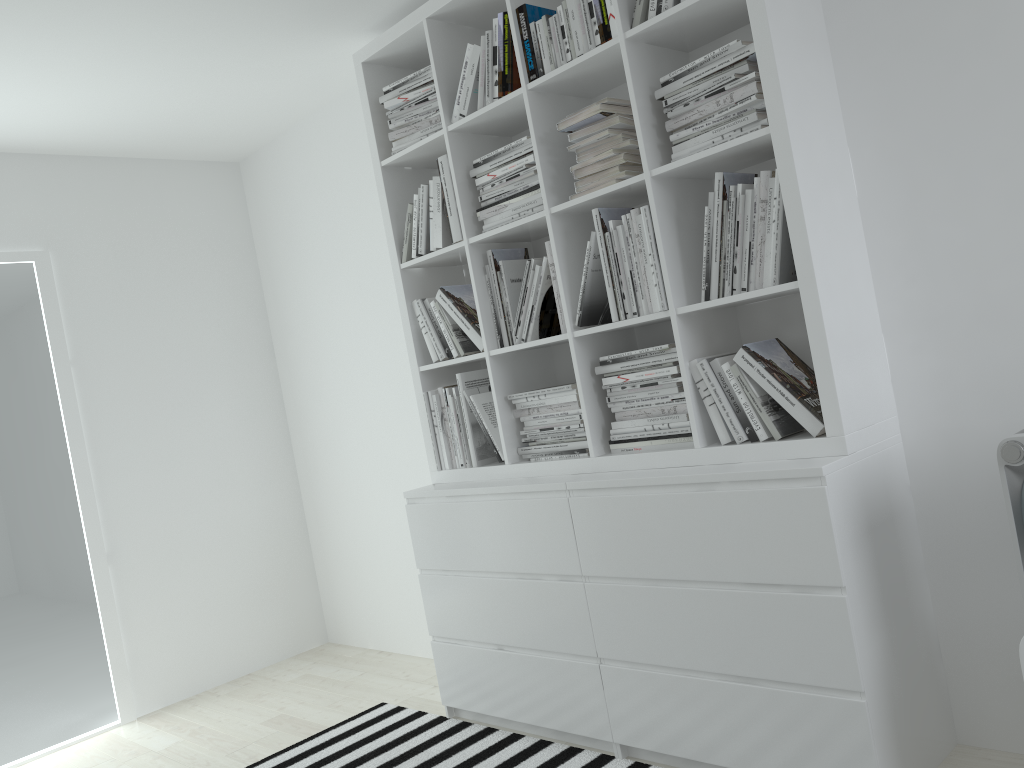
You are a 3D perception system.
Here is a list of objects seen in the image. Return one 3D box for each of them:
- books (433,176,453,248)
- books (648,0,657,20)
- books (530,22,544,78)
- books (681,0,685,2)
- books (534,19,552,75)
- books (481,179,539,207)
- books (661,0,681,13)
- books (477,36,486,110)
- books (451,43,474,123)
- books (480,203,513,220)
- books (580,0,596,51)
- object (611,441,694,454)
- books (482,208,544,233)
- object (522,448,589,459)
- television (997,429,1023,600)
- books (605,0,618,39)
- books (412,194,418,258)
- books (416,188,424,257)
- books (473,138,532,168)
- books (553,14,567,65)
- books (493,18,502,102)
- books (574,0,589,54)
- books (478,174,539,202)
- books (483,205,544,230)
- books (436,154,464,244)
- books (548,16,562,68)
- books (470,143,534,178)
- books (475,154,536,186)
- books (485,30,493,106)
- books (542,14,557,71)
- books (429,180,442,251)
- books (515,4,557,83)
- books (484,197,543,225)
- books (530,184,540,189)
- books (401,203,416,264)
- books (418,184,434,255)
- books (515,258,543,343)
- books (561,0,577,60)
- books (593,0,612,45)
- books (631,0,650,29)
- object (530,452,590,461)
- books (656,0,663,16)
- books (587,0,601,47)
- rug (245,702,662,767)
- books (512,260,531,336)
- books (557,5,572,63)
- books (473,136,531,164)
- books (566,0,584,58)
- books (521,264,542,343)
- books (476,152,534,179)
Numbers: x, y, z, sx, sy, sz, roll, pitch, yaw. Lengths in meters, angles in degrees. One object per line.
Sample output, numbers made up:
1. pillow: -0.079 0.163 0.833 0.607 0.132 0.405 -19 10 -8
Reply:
1. books: -0.193 -0.596 3.082 0.174 0.242 0.105 -11 0 -44
2. books: 0.434 -1.080 2.389 0.161 0.218 0.101 -11 0 -44
3. books: 0.111 -0.995 2.662 0.107 0.167 0.017 -11 0 -44
4. books: 0.506 -1.105 2.317 0.172 0.239 0.093 -11 0 -44
5. books: 0.128 -0.995 2.644 0.106 0.162 0.032 -11 0 -44
6. books: 0.060 -0.623 2.904 0.182 0.016 0.288 -11 0 -44
7. books: 0.469 -1.095 2.341 0.172 0.235 0.112 -11 0 -44
8. books: -0.040 -0.991 2.852 0.161 0.218 0.101 -11 0 -44
9. books: -0.097 -0.983 2.937 0.186 0.226 0.173 -11 0 -44
10. books: 0.061 -0.584 2.889 0.296 0.028 0.180 -10 0 41
11. books: 0.253 -1.027 2.526 0.128 0.179 0.022 -11 0 -44
12. object: 0.486 0.169 2.641 0.232 0.014 0.314 -11 0 -45
13. books: 0.065 -0.527 2.877 0.182 0.016 0.288 -11 0 -44
14. object: 0.188 0.214 2.899 0.159 0.012 0.285 -11 0 -44
15. television: 1.225 0.251 1.713 0.273 0.374 0.414 -11 0 -44
16. books: 0.319 -1.045 2.459 0.139 0.191 0.036 -11 0 -44
17. books: -0.288 -0.567 3.188 0.161 0.218 0.101 -11 0 -44
18. books: -0.272 -0.577 3.164 0.152 0.232 0.104 -11 0 -44
19. books: 0.025 -0.747 2.880 0.159 0.012 0.285 -11 0 -44
20. books: 0.175 -0.999 2.601 0.110 0.153 0.019 -11 0 -44
21. books: 0.006 -1.014 2.809 0.159 0.248 0.089 -11 0 -44
22. books: 0.240 -1.024 2.543 0.128 0.178 0.021 -11 0 -44
23. books: 0.041 -0.637 2.901 0.263 0.017 0.167 -10 0 41
24. books: 0.070 -0.543 2.893 0.288 0.016 0.182 -10 0 41
25. books: -0.151 -0.628 3.020 0.176 0.290 0.053 -11 0 -44
26. books: 0.164 -0.997 2.615 0.110 0.153 0.018 -11 0 -44
27. books: 0.034 -0.728 2.889 0.176 0.025 0.331 -11 0 -44
28. books: 0.034 -0.692 2.887 0.174 0.021 0.273 -11 0 -44
29. books: -0.018 -0.997 2.825 0.161 0.222 0.084 -11 0 -44
30. books: 0.150 -1.001 2.630 0.120 0.167 0.020 -11 0 -44
31. books: -0.215 -0.591 3.116 0.172 0.239 0.093 -11 0 -44
32. books: 0.093 -1.024 2.698 0.140 0.231 0.042 -11 0 -44
33. books: 0.062 -0.561 2.891 0.174 0.021 0.273 -11 0 -44
34. books: 0.070 -0.609 2.896 0.182 0.016 0.288 -11 0 -39
35. books: -0.321 -0.542 3.220 0.161 0.210 0.127 -11 0 -44
36. books: -0.252 -0.582 3.139 0.172 0.235 0.112 -11 0 -44
37. books: 0.097 -0.276 2.911 0.159 0.253 0.153 -11 0 -44
38. books: 0.209 -1.018 2.584 0.128 0.178 0.022 -11 0 -44
39. books: 0.292 -1.043 2.491 0.136 0.196 0.045 -11 0 -44
40. books: 0.400 -1.056 2.421 0.161 0.210 0.127 -11 0 -44
41. object: 0.204 0.224 2.891 0.161 0.012 0.254 -11 0 -44
42. books: 0.450 -1.090 2.365 0.152 0.232 0.104 -11 0 -44
43. books: 0.270 -1.040 2.515 0.127 0.200 0.020 -11 0 -44
44. rug: 0.331 1.095 1.238 1.846 0.004 4.362 -11 0 -44
45. books: 0.084 -0.285 2.911 0.161 0.226 0.138 -11 0 -44
46. books: 0.190 -1.011 2.592 0.109 0.171 0.018 -11 0 -44
47. books: 0.015 -0.758 2.893 0.161 0.012 0.254 -11 0 -44
48. books: 0.226 -1.025 2.566 0.134 0.184 0.030 -11 0 -44
49. books: 0.117 -0.264 2.896 0.167 0.236 0.146 -11 0 -44
50. books: 0.029 -0.709 2.898 0.254 0.013 0.161 -10 0 41
